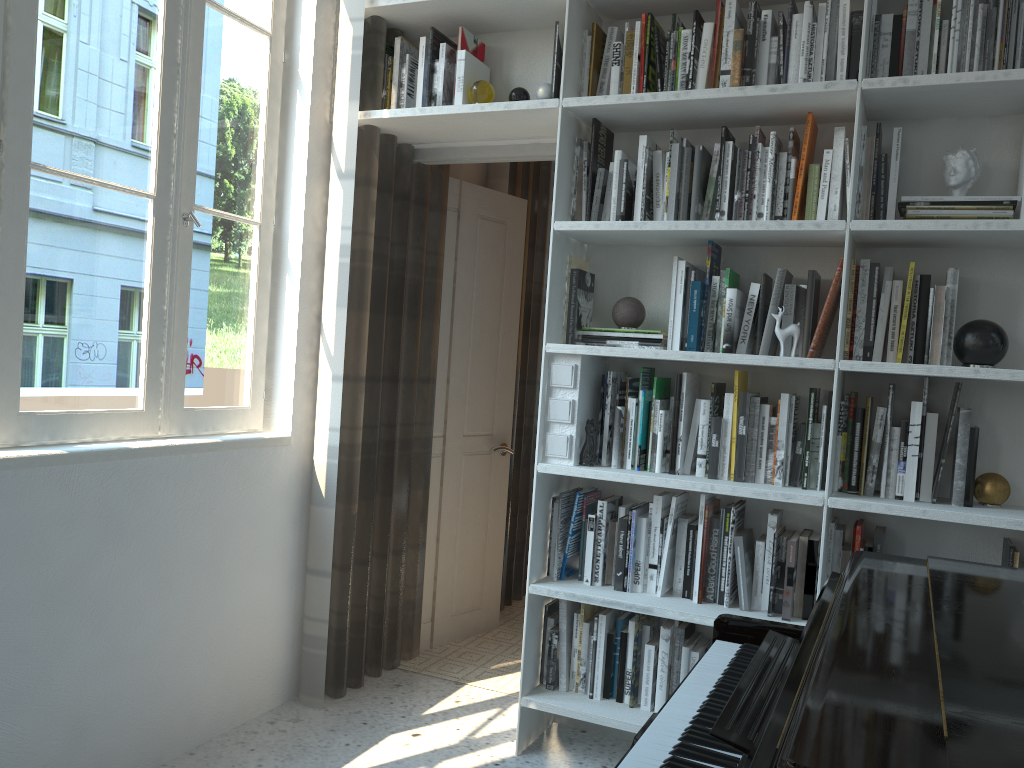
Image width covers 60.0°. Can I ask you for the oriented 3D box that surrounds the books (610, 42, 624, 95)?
[{"bbox_3d":[0.349,-0.945,2.785,0.026,0.195,0.175,5,2,24],"label":"books"}]

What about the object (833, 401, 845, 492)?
[{"bbox_3d":[0.946,0.176,2.552,0.012,0.254,0.161,5,2,24],"label":"object"}]

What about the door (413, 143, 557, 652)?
[{"bbox_3d":[0.007,0.136,3.573,0.833,1.982,0.786,5,2,24],"label":"door"}]

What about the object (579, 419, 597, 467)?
[{"bbox_3d":[0.233,0.180,2.714,0.045,0.146,0.045,3,2,-27],"label":"object"}]

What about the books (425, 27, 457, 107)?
[{"bbox_3d":[-0.240,-1.042,3.045,0.013,0.297,0.187,5,2,24],"label":"books"}]

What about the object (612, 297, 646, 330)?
[{"bbox_3d":[0.366,-0.220,2.783,0.105,0.106,0.105,4,2,2],"label":"object"}]

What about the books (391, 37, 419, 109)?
[{"bbox_3d":[-0.365,-1.045,3.115,0.023,0.282,0.170,5,2,24],"label":"books"}]

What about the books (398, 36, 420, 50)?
[{"bbox_3d":[-0.371,-1.056,3.143,0.013,0.303,0.135,5,2,24],"label":"books"}]

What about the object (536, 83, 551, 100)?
[{"bbox_3d":[0.113,-0.938,2.876,0.071,0.072,0.071,4,2,2],"label":"object"}]

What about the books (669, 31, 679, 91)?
[{"bbox_3d":[0.515,-0.944,2.721,0.014,0.218,0.164,5,2,24],"label":"books"}]

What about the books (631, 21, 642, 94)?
[{"bbox_3d":[0.411,-0.969,2.769,0.014,0.253,0.187,5,2,24],"label":"books"}]

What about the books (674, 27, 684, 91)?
[{"bbox_3d":[0.529,-0.948,2.722,0.011,0.229,0.170,5,2,24],"label":"books"}]

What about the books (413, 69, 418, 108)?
[{"bbox_3d":[-0.299,-0.992,3.114,0.029,0.185,0.134,5,2,24],"label":"books"}]

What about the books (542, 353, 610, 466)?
[{"bbox_3d":[0.207,0.078,2.828,0.106,0.340,0.307,5,2,24],"label":"books"}]

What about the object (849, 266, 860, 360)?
[{"bbox_3d":[0.987,-0.196,2.545,0.012,0.270,0.130,5,2,24],"label":"object"}]

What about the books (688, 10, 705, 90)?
[{"bbox_3d":[0.570,-0.967,2.702,0.014,0.273,0.180,5,2,24],"label":"books"}]

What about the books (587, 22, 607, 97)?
[{"bbox_3d":[0.281,-0.985,2.824,0.012,0.263,0.180,5,2,24],"label":"books"}]

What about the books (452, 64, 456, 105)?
[{"bbox_3d":[-0.159,-0.984,3.049,0.029,0.191,0.134,5,2,24],"label":"books"}]

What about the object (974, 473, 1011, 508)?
[{"bbox_3d":[1.288,0.284,2.383,0.091,0.092,0.091,4,2,2],"label":"object"}]

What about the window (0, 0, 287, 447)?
[{"bbox_3d":[-1.157,-0.833,2.044,0.073,2.010,1.983,5,2,24],"label":"window"}]

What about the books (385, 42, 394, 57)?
[{"bbox_3d":[-0.422,-1.044,3.128,0.011,0.272,0.188,5,2,24],"label":"books"}]

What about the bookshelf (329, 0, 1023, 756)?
[{"bbox_3d":[2.277,-0.236,1.880,6.294,3.144,0.330,5,2,24],"label":"bookshelf"}]

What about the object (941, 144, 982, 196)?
[{"bbox_3d":[1.223,-0.574,2.419,0.095,0.157,0.121,5,2,38],"label":"object"}]

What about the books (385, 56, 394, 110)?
[{"bbox_3d":[-0.395,-1.017,3.129,0.013,0.222,0.162,5,2,24],"label":"books"}]

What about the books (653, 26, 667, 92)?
[{"bbox_3d":[0.470,-0.964,2.754,0.047,0.250,0.134,5,2,24],"label":"books"}]

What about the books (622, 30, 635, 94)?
[{"bbox_3d":[0.390,-0.960,2.780,0.030,0.230,0.172,5,2,24],"label":"books"}]

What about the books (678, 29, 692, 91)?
[{"bbox_3d":[0.546,-0.941,2.708,0.031,0.217,0.173,5,2,24],"label":"books"}]

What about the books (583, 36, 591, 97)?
[{"bbox_3d":[0.268,-0.971,2.840,0.022,0.232,0.151,5,2,24],"label":"books"}]

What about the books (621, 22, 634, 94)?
[{"bbox_3d":[0.375,-0.978,2.792,0.010,0.263,0.151,5,2,24],"label":"books"}]

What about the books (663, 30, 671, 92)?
[{"bbox_3d":[0.498,-0.952,2.746,0.012,0.230,0.149,5,2,24],"label":"books"}]

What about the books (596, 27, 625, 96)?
[{"bbox_3d":[0.321,-0.980,2.824,0.062,0.258,0.153,5,2,24],"label":"books"}]

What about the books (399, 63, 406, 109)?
[{"bbox_3d":[-0.341,-1.000,3.114,0.029,0.197,0.160,5,2,24],"label":"books"}]

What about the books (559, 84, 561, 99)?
[{"bbox_3d":[0.200,-0.995,2.889,0.044,0.269,0.133,5,2,24],"label":"books"}]

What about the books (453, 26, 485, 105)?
[{"bbox_3d":[-0.145,-1.036,3.020,0.013,0.299,0.179,5,2,24],"label":"books"}]

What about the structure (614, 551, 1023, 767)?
[{"bbox_3d":[1.107,0.841,1.253,1.917,0.833,1.334,5,2,24],"label":"structure"}]

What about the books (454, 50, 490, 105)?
[{"bbox_3d":[-0.134,-0.991,3.001,0.029,0.211,0.187,5,2,24],"label":"books"}]

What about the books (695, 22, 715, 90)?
[{"bbox_3d":[0.598,-0.948,2.694,0.047,0.238,0.162,5,2,24],"label":"books"}]

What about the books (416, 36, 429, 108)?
[{"bbox_3d":[-0.279,-1.038,3.086,0.022,0.281,0.156,5,2,24],"label":"books"}]

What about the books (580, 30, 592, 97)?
[{"bbox_3d":[0.257,-0.983,2.854,0.012,0.254,0.161,5,2,24],"label":"books"}]

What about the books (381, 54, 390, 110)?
[{"bbox_3d":[-0.408,-1.021,3.134,0.013,0.228,0.179,5,2,24],"label":"books"}]

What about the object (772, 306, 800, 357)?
[{"bbox_3d":[0.756,-0.144,2.456,0.081,0.140,0.044,4,2,8],"label":"object"}]

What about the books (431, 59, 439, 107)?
[{"bbox_3d":[-0.221,-0.989,3.052,0.024,0.193,0.181,5,2,24],"label":"books"}]

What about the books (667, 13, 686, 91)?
[{"bbox_3d":[0.509,-0.974,2.737,0.012,0.277,0.150,5,2,24],"label":"books"}]

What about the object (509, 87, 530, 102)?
[{"bbox_3d":[0.024,-0.945,2.937,0.071,0.072,0.071,4,2,2],"label":"object"}]

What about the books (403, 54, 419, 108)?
[{"bbox_3d":[-0.326,-1.011,3.098,0.010,0.220,0.181,5,2,24],"label":"books"}]

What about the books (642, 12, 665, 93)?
[{"bbox_3d":[0.438,-0.980,2.749,0.011,0.277,0.164,5,2,24],"label":"books"}]

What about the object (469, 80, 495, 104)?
[{"bbox_3d":[-0.100,-0.962,2.940,0.087,0.088,0.086,3,2,-17],"label":"object"}]

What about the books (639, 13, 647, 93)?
[{"bbox_3d":[0.428,-0.982,2.765,0.020,0.281,0.164,5,2,24],"label":"books"}]

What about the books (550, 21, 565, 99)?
[{"bbox_3d":[0.166,-1.005,2.881,0.012,0.285,0.159,5,2,24],"label":"books"}]

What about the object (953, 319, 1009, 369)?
[{"bbox_3d":[1.259,-0.106,2.383,0.134,0.135,0.133,3,2,-17],"label":"object"}]

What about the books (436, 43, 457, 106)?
[{"bbox_3d":[-0.197,-1.009,3.021,0.021,0.237,0.188,5,2,24],"label":"books"}]
